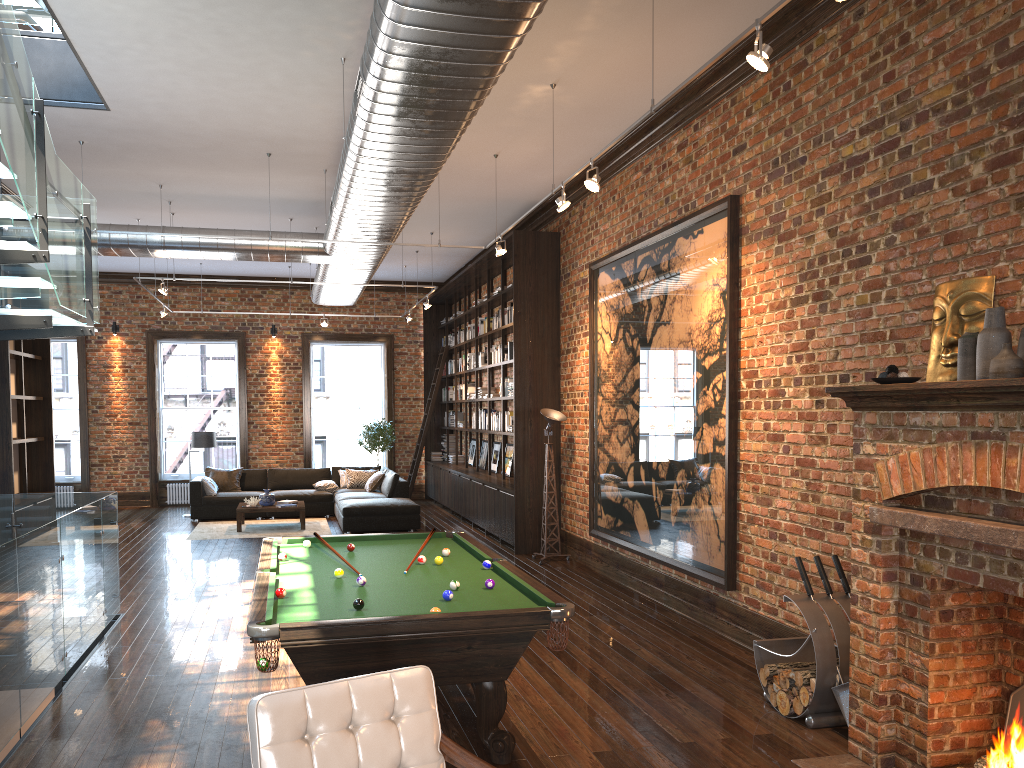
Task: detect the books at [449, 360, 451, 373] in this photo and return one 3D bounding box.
[{"bbox_3d":[-1.135,-0.320,17.419,0.189,0.305,0.014,-1,3,-14],"label":"books"}]

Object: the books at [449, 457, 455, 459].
[{"bbox_3d":[-1.064,1.427,17.145,0.227,0.007,0.368,0,-2,-15],"label":"books"}]

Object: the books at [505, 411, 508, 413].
[{"bbox_3d":[-0.063,0.560,13.347,0.177,0.298,0.014,-1,3,-14],"label":"books"}]

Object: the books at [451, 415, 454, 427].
[{"bbox_3d":[-1.092,0.720,17.301,0.212,0.234,0.019,-1,3,-14],"label":"books"}]

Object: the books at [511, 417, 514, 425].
[{"bbox_3d":[0.052,0.591,12.968,0.136,0.211,0.035,-1,3,-14],"label":"books"}]

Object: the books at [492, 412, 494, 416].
[{"bbox_3d":[-0.248,0.588,14.115,0.131,0.292,0.016,-1,3,-14],"label":"books"}]

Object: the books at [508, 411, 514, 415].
[{"bbox_3d":[0.019,0.549,13.081,0.149,0.302,0.013,-1,3,-14],"label":"books"}]

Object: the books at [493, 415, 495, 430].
[{"bbox_3d":[-0.210,0.610,13.903,0.167,0.235,0.032,-1,3,-14],"label":"books"}]

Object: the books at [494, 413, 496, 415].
[{"bbox_3d":[-0.205,0.589,13.926,0.145,0.277,0.013,-1,3,-14],"label":"books"}]

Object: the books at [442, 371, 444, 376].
[{"bbox_3d":[-1.342,-0.293,18.129,0.176,0.296,0.017,-1,3,-14],"label":"books"}]

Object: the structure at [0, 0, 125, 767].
[{"bbox_3d":[-4.176,0.165,3.997,3.575,14.546,7.024,-1,2,-14],"label":"structure"}]

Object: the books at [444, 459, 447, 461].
[{"bbox_3d":[-1.263,1.538,18.044,0.198,0.035,0.217,0,-2,-11],"label":"books"}]

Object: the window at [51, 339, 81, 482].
[{"bbox_3d":[-8.887,0.512,16.686,1.520,2.763,0.154,-1,3,-14],"label":"window"}]

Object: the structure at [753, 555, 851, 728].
[{"bbox_3d":[1.845,1.473,5.139,0.537,0.922,0.925,-1,1,-14],"label":"structure"}]

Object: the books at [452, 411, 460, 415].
[{"bbox_3d":[-1.105,0.688,17.421,0.165,0.305,0.013,-1,3,-14],"label":"books"}]

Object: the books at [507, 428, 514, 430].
[{"bbox_3d":[0.044,0.647,12.735,0.159,0.012,0.337,0,-2,-12],"label":"books"}]

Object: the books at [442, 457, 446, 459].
[{"bbox_3d":[-1.273,1.502,18.039,0.204,0.016,0.351,0,-2,-19],"label":"books"}]

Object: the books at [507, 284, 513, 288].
[{"bbox_3d":[0.068,-1.384,12.560,0.219,0.019,0.328,0,-2,-11],"label":"books"}]

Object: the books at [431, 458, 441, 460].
[{"bbox_3d":[-1.531,1.524,18.032,0.201,0.012,0.244,0,-2,-11],"label":"books"}]

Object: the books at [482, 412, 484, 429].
[{"bbox_3d":[-0.395,0.602,14.641,0.184,0.289,0.016,-1,3,-14],"label":"books"}]

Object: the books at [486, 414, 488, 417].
[{"bbox_3d":[-0.334,0.610,14.409,0.171,0.259,0.013,-1,3,-14],"label":"books"}]

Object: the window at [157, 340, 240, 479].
[{"bbox_3d":[-6.116,0.520,17.390,1.520,2.763,0.154,-1,3,-14],"label":"window"}]

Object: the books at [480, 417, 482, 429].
[{"bbox_3d":[-0.456,0.651,14.871,0.174,0.207,0.031,-1,3,-14],"label":"books"}]

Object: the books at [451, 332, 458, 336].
[{"bbox_3d":[-1.104,-0.849,17.265,0.167,0.339,0.016,-1,3,-14],"label":"books"}]

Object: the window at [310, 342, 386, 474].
[{"bbox_3d":[-3.343,0.528,18.094,1.520,2.763,0.154,-1,3,-14],"label":"window"}]

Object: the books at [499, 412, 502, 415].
[{"bbox_3d":[-0.117,0.570,13.586,0.152,0.293,0.031,-1,3,-14],"label":"books"}]

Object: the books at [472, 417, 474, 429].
[{"bbox_3d":[-0.601,0.674,15.475,0.178,0.206,0.068,-1,3,-14],"label":"books"}]

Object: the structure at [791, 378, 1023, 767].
[{"bbox_3d":[2.062,0.941,3.698,0.887,1.913,1.995,-1,1,-14],"label":"structure"}]

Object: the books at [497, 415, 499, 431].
[{"bbox_3d":[-0.146,0.600,13.658,0.165,0.239,0.034,-1,3,-14],"label":"books"}]

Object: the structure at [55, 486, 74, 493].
[{"bbox_3d":[-8.809,2.106,16.502,1.301,0.397,0.215,0,2,-14],"label":"structure"}]

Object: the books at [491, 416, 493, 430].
[{"bbox_3d":[-0.250,0.622,14.091,0.153,0.222,0.034,-1,3,-14],"label":"books"}]

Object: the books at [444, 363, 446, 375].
[{"bbox_3d":[-1.287,-0.297,18.023,0.176,0.297,0.041,-1,3,-14],"label":"books"}]

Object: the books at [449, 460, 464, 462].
[{"bbox_3d":[-1.071,1.487,17.146,0.227,0.007,0.370,0,-2,-18],"label":"books"}]

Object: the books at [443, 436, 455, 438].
[{"bbox_3d":[-1.274,1.073,18.012,0.207,0.022,0.247,0,-2,-20],"label":"books"}]

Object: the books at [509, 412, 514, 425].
[{"bbox_3d":[0.036,0.555,13.021,0.159,0.286,0.014,-1,3,-14],"label":"books"}]

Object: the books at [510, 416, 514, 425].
[{"bbox_3d":[0.042,0.583,13.000,0.141,0.230,0.032,-1,3,-14],"label":"books"}]

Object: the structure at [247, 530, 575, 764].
[{"bbox_3d":[-0.783,1.538,5.529,1.552,0.854,2.952,0,-1,-14],"label":"structure"}]

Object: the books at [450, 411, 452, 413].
[{"bbox_3d":[-1.165,0.698,17.743,0.139,0.306,0.016,-1,3,-14],"label":"books"}]

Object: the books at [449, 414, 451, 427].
[{"bbox_3d":[-1.156,0.724,17.602,0.188,0.245,0.026,-1,3,-14],"label":"books"}]

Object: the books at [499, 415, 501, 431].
[{"bbox_3d":[-0.096,0.590,13.465,0.191,0.246,0.030,-1,3,-14],"label":"books"}]

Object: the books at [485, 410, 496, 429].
[{"bbox_3d":[-0.354,0.582,14.450,0.186,0.318,0.015,-1,3,-14],"label":"books"}]

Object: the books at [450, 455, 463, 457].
[{"bbox_3d":[-1.068,1.388,17.142,0.227,0.007,0.369,0,-2,-12],"label":"books"}]

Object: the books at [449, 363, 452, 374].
[{"bbox_3d":[-1.126,-0.285,17.361,0.191,0.230,0.034,-1,3,-14],"label":"books"}]

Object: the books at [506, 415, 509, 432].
[{"bbox_3d":[0.001,0.576,13.051,0.176,0.247,0.038,-1,3,-14],"label":"books"}]

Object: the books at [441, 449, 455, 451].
[{"bbox_3d":[-1.283,1.338,18.028,0.250,0.020,0.317,0,-2,-14],"label":"books"}]

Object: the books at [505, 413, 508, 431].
[{"bbox_3d":[-0.011,0.566,13.161,0.175,0.273,0.031,-1,3,-14],"label":"books"}]

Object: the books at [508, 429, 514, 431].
[{"bbox_3d":[0.047,0.659,12.736,0.161,0.012,0.303,0,-2,-9],"label":"books"}]

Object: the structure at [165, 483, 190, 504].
[{"bbox_3d":[-6.040,2.114,17.205,1.301,0.397,0.215,0,2,-14],"label":"structure"}]

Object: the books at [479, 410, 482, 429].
[{"bbox_3d":[-0.469,0.601,14.969,0.170,0.312,0.038,-1,3,-14],"label":"books"}]

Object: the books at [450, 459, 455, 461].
[{"bbox_3d":[-1.064,1.465,17.147,0.227,0.007,0.368,0,-2,-13],"label":"books"}]

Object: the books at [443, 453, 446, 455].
[{"bbox_3d":[-1.278,1.420,18.034,0.220,0.013,0.341,0,-2,-11],"label":"books"}]

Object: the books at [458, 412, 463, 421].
[{"bbox_3d":[-1.005,0.689,17.110,0.129,0.283,0.030,-1,3,-14],"label":"books"}]

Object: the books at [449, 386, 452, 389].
[{"bbox_3d":[-1.195,0.196,17.725,0.179,0.300,0.015,-1,3,-14],"label":"books"}]

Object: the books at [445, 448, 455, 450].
[{"bbox_3d":[-1.263,1.312,18.032,0.183,0.034,0.270,0,-2,-9],"label":"books"}]

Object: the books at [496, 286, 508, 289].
[{"bbox_3d":[-0.132,-1.461,13.455,0.188,0.017,0.275,0,-2,-12],"label":"books"}]
